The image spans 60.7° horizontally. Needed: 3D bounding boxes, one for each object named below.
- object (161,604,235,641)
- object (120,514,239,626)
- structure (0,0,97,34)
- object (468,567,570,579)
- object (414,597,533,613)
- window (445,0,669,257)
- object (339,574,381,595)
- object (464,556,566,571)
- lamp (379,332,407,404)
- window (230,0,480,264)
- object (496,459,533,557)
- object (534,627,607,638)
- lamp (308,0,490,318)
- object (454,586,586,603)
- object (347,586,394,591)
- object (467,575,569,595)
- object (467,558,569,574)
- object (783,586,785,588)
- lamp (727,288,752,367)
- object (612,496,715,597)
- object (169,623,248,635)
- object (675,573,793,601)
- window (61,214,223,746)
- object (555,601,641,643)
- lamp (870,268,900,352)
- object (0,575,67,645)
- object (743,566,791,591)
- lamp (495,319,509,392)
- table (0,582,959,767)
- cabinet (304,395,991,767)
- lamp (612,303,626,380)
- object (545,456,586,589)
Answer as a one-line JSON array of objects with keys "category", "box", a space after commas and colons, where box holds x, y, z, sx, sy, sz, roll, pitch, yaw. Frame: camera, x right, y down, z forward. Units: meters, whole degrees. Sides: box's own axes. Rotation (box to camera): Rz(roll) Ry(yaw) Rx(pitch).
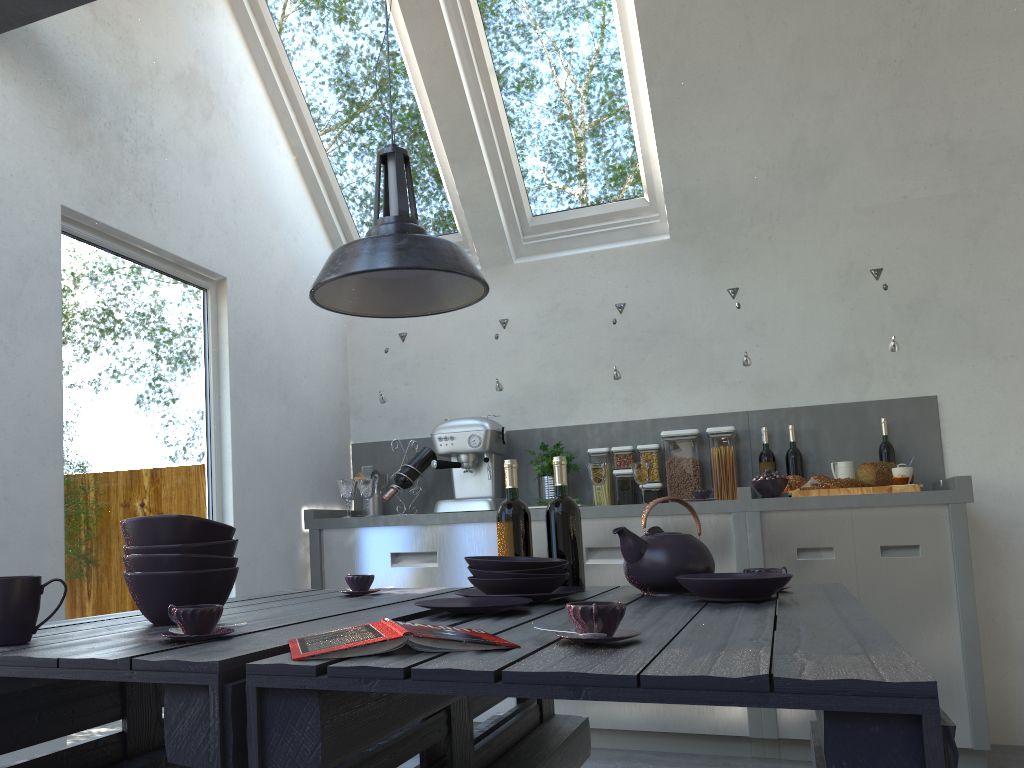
[{"category": "object", "box": [-0.510, 0.386, 1.420, 0.118, 0.056, 0.115, -3, -9, 7]}, {"category": "object", "box": [-0.659, 0.370, 1.742, 0.202, 0.212, 0.206, -5, -8, 20]}, {"category": "structure", "box": [-1.387, -1.250, 2.619, 2.639, 0.207, 0.131, -6, -7, 22]}, {"category": "object", "box": [0.015, 0.442, 1.980, 0.240, 0.062, 0.220, -6, -10, 24]}, {"category": "object", "box": [-0.077, 0.440, 1.734, 0.246, 0.019, 0.225, -6, -11, 24]}, {"category": "window", "box": [0.189, -1.476, 3.979, 0.868, 1.378, 1.430, -5, -8, 18]}, {"category": "object", "box": [-0.418, 0.551, 2.405, 0.118, 0.056, 0.115, -3, -9, 7]}, {"category": "object", "box": [0.007, 0.419, 1.986, 0.239, 0.058, 0.222, -5, -10, 19]}, {"category": "lamp", "box": [-0.638, -0.094, 4.673, 0.062, 0.433, 0.321, -4, -7, 17]}, {"category": "window", "box": [-0.761, -1.368, 4.372, 0.868, 1.384, 1.437, -5, -8, 18]}, {"category": "object", "box": [0.005, 0.370, 2.292, 0.086, 0.342, 0.097, 1, -6, -32]}, {"category": "object", "box": [0.076, 0.347, 1.211, 0.026, 0.013, 0.141, 6, -13, -43]}, {"category": "lamp", "box": [-0.300, -0.750, 2.135, 0.451, 1.088, 0.415, -5, -6, 20]}, {"category": "object", "box": [0.017, 0.478, 1.979, 0.279, 0.024, 0.316, 6, -12, -38]}, {"category": "object", "box": [-0.394, 0.572, 2.436, 0.132, 0.013, 0.028, -2, -9, -1]}, {"category": "object", "box": [0.014, 0.457, 1.979, 0.218, 0.047, 0.243, 3, -11, -30]}, {"category": "object", "box": [0.014, 0.430, 1.985, 0.241, 0.062, 0.219, -6, -10, 24]}, {"category": "object", "box": [0.589, 0.455, 1.954, 0.029, 0.013, 0.125, -7, -11, 29]}, {"category": "lamp", "box": [1.047, -0.270, 3.993, 0.060, 0.432, 0.335, -3, -7, 6]}, {"category": "object", "box": [0.367, 0.383, 2.074, 0.222, 0.230, 0.210, -5, -8, 21]}, {"category": "object", "box": [-0.507, 0.409, 1.460, 0.125, 0.013, 0.029, 4, -11, -32]}, {"category": "object", "box": [0.458, 0.420, 1.809, 0.218, 0.047, 0.243, 3, -11, -30]}, {"category": "window", "box": [-1.436, 0.518, 3.397, 0.062, 2.111, 0.952, -4, -6, 17]}, {"category": "object", "box": [0.117, 0.329, 1.213, 0.123, 0.056, 0.111, -7, -10, 27]}, {"category": "lamp", "box": [1.603, -0.328, 3.763, 0.062, 0.433, 0.321, -4, -7, 17]}, {"category": "object", "box": [-0.827, 0.377, 1.461, 0.133, 0.108, 0.099, -4, -7, 12]}, {"category": "object", "box": [0.572, 0.446, 1.996, 0.120, 0.056, 0.114, -4, -9, 12]}, {"category": "lamp", "box": [-0.048, -0.156, 4.438, 0.060, 0.432, 0.335, -3, -7, 6]}, {"category": "table", "box": [-0.125, 0.859, 1.781, 1.674, 0.790, 1.456, -5, -9, 20]}, {"category": "cabinet", "box": [0.435, 0.881, 4.037, 2.982, 1.466, 0.547, -6, -6, 22]}, {"category": "lamp", "box": [0.508, -0.213, 4.208, 0.062, 0.433, 0.321, -4, -7, 17]}, {"category": "object", "box": [0.132, 0.359, 2.249, 0.086, 0.342, 0.097, 2, -7, -37]}]
